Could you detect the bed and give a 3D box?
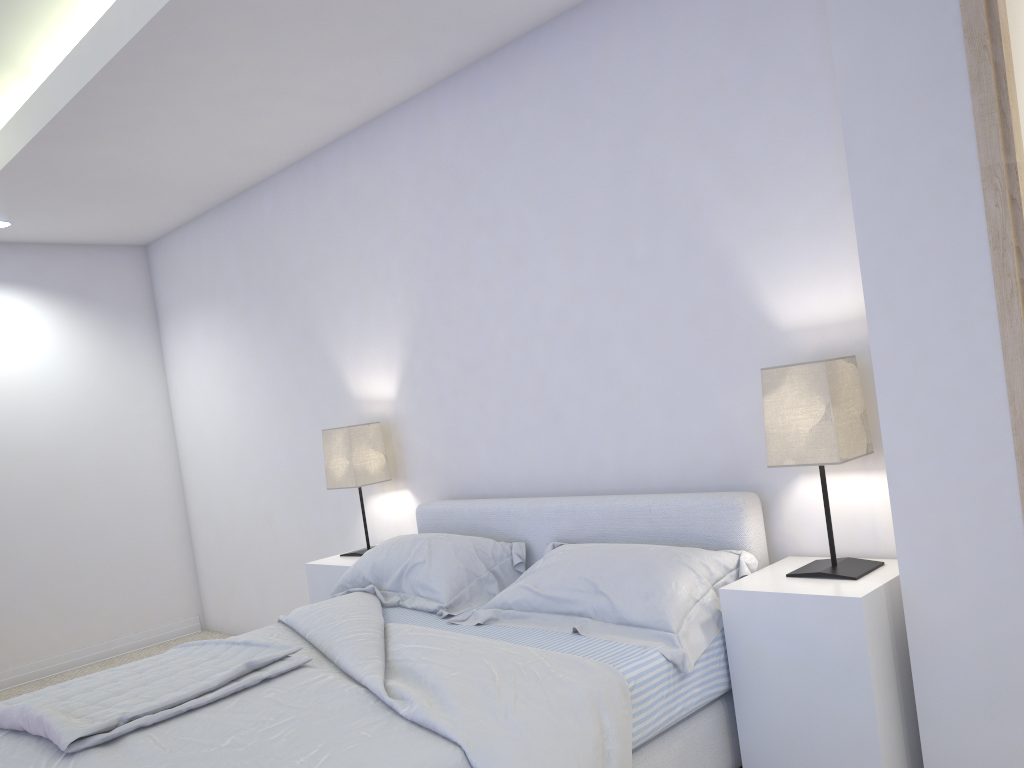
[{"bbox_3d":[-0.385,0.895,2.598,1.975,0.816,2.011,-9,-1,45],"label":"bed"}]

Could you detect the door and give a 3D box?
[{"bbox_3d":[1.657,-0.048,1.278,0.359,2.059,1.787,-9,1,-28],"label":"door"}]

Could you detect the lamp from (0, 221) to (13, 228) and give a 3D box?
[{"bbox_3d":[-2.725,-0.840,4.696,0.137,0.014,0.137,-8,-1,17],"label":"lamp"}]

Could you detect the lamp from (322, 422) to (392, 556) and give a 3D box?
[{"bbox_3d":[-0.690,0.477,4.020,0.211,0.583,0.209,-7,2,40],"label":"lamp"}]

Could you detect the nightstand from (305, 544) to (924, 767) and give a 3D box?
[{"bbox_3d":[0.141,0.940,3.205,0.398,0.601,2.558,-9,0,-45],"label":"nightstand"}]

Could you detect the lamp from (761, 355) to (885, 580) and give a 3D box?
[{"bbox_3d":[0.851,0.227,2.434,0.209,0.584,0.211,-10,2,-45],"label":"lamp"}]

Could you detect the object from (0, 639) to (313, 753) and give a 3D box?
[{"bbox_3d":[-1.077,1.042,2.551,0.916,0.467,0.715,-8,0,42],"label":"object"}]
